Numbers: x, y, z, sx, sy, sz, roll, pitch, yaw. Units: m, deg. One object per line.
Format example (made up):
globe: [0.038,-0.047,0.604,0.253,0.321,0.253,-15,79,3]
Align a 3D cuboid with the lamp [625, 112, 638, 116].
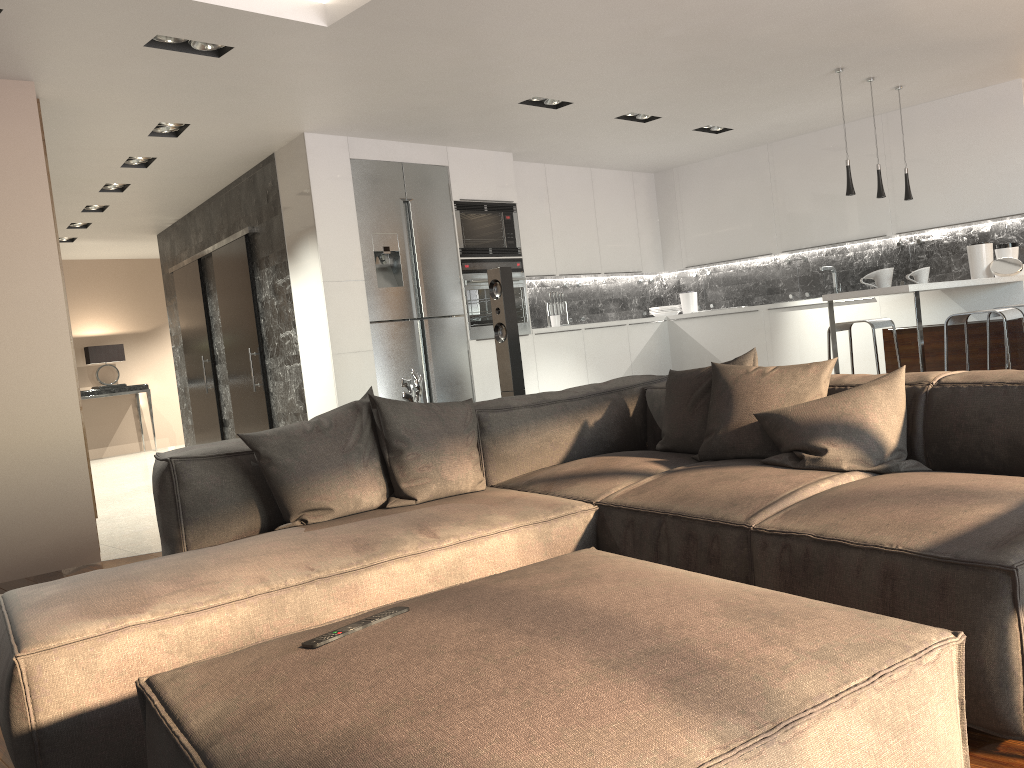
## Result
lamp: [0.888,-2.058,6.622,0.187,0.077,0.167,-9,4,-44]

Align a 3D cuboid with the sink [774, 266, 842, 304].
sink: [2.987,-0.815,7.912,0.537,0.520,1.090,-9,4,-44]

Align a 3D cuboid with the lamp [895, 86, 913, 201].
lamp: [2.944,-1.806,6.613,0.061,0.845,0.055,-9,4,-44]

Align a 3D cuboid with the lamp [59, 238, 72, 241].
lamp: [-4.847,-1.588,9.511,0.186,0.077,0.168,-8,3,-34]

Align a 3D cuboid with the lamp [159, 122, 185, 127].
lamp: [-2.165,-1.678,5.584,0.177,0.077,0.177,-6,3,1]

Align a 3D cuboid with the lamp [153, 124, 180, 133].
lamp: [-2.260,-1.674,5.724,0.177,0.077,0.177,-6,3,2]

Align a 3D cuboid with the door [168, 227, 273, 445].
door: [-2.747,-0.225,8.268,0.136,2.056,2.700,-8,4,-34]

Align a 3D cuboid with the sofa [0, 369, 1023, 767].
sofa: [0.170,0.432,2.526,2.878,0.704,2.357,-8,3,-34]

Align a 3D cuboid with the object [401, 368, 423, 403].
object: [-0.439,0.068,4.012,0.277,0.288,0.292,-5,3,16]

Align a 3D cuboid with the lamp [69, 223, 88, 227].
lamp: [-4.330,-1.605,8.759,0.186,0.077,0.168,-8,3,-34]

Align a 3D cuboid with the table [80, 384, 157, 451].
table: [-5.216,0.515,10.768,1.509,0.866,0.423,-9,4,-44]

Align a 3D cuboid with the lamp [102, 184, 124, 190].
lamp: [-3.293,-1.640,7.239,0.186,0.077,0.168,-8,3,-34]

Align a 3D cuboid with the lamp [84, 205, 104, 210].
lamp: [-3.813,-1.623,8.002,0.186,0.077,0.168,-8,3,-34]

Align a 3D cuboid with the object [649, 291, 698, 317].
object: [1.686,-0.840,9.303,0.374,0.234,0.522,-8,4,-34]

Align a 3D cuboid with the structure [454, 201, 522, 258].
structure: [-0.389,-1.260,7.447,0.697,0.450,0.579,-9,4,-44]

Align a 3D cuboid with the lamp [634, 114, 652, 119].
lamp: [1.024,-2.079,6.753,0.169,0.077,0.185,-5,3,29]

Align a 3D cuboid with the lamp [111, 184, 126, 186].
lamp: [-3.197,-1.643,7.099,0.186,0.077,0.167,-9,4,-41]

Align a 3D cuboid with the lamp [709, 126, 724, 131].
lamp: [1.753,-2.193,7.458,0.172,0.077,0.182,-5,3,17]

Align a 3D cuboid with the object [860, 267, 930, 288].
object: [2.522,-0.701,5.780,0.198,0.133,0.414,-9,4,-43]

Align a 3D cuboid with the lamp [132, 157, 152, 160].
lamp: [-2.683,-1.660,6.342,0.177,0.077,0.177,-6,3,1]

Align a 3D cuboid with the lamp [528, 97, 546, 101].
lamp: [0.158,-1.943,5.913,0.187,0.077,0.167,-9,4,-44]

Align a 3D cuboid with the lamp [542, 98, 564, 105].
lamp: [0.294,-1.965,6.045,0.169,0.077,0.185,-5,3,29]

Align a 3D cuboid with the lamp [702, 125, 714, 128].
lamp: [1.617,-2.171,7.327,0.170,0.077,0.183,-5,3,22]

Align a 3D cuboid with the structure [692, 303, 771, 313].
structure: [2.190,-0.753,8.740,0.598,0.011,0.589,-9,4,-44]

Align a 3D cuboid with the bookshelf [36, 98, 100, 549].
bookshelf: [-4.272,-0.230,7.295,0.306,2.490,6.211,-8,4,-34]

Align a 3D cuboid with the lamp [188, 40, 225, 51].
lamp: [-1.494,-1.686,4.318,0.174,0.077,0.180,-6,3,11]

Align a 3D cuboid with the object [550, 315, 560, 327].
object: [0.403,-0.585,8.157,0.091,0.117,0.092,-6,3,5]

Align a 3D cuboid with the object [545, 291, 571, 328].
object: [0.423,-0.704,8.292,0.307,0.336,0.057,-9,4,-40]

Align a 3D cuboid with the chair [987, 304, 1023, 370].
chair: [3.389,-0.123,5.789,0.444,0.800,0.407,-9,4,-44]

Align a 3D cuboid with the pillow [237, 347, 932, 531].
pillow: [0.285,0.133,3.164,2.078,0.431,1.068,-6,3,7]

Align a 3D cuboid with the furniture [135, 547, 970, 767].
furniture: [0.038,0.627,1.534,1.151,0.440,1.040,-8,3,-34]

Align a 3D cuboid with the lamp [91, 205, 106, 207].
lamp: [-3.717,-1.626,7.861,0.186,0.077,0.167,-9,4,-41]

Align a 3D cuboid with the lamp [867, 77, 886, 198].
lamp: [2.596,-1.752,6.276,0.061,0.845,0.055,-9,4,-44]

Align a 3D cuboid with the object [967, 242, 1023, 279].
object: [3.906,-0.992,6.944,0.604,0.298,0.394,-8,3,-32]

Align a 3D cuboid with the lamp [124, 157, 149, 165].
lamp: [-2.778,-1.657,6.482,0.177,0.077,0.177,-6,3,2]

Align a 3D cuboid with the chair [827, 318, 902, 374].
chair: [2.524,-0.056,6.293,0.444,0.800,0.407,-9,4,-44]

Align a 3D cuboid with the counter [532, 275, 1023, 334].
counter: [1.996,-0.641,7.451,2.842,0.041,3.809,-9,4,-44]

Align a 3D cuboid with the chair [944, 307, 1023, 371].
chair: [2.857,-0.040,5.274,0.444,0.800,0.407,-9,4,-44]

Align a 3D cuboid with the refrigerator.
refrigerator: [-0.887,-0.497,6.890,0.921,2.343,0.552,-9,4,-44]

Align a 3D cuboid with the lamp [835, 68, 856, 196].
lamp: [2.248,-1.698,5.939,0.061,0.845,0.055,-9,4,-44]

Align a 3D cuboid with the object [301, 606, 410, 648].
object: [-0.290,0.454,1.651,0.219,0.015,0.048,-9,4,-44]

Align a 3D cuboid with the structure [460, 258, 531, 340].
structure: [-0.295,-0.700,7.445,0.702,0.651,0.614,-9,4,-44]

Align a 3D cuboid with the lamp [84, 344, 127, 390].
lamp: [-5.040,-0.215,10.935,0.421,0.528,0.270,-9,4,-44]

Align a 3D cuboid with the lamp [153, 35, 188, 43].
lamp: [-1.630,-1.665,4.186,0.186,0.077,0.167,-8,4,-38]

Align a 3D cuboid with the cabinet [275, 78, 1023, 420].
cabinet: [2.251,-0.859,5.814,4.696,2.501,6.540,-9,4,-44]
